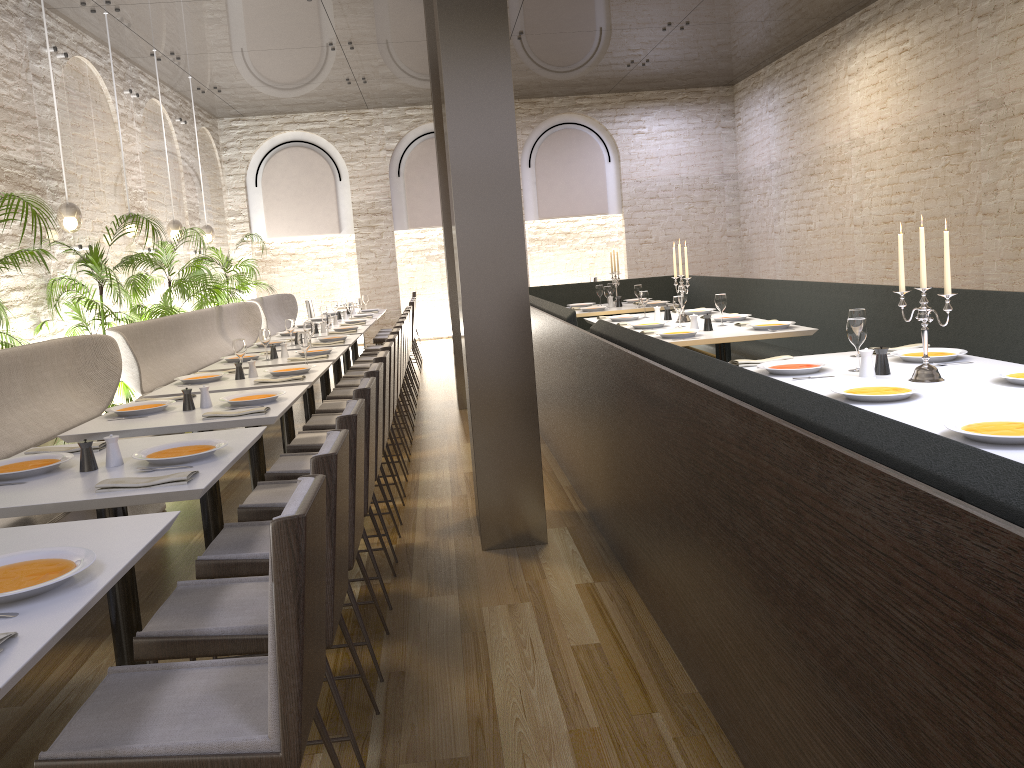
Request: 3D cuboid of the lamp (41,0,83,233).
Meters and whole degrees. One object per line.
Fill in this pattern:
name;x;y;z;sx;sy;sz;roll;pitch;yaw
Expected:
lamp;-3.497;-2.178;6.777;0.177;2.032;0.178;-3;6;16

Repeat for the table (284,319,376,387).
table;-2.008;-0.295;10.088;0.936;0.757;1.015;-5;7;-4

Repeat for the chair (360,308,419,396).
chair;-1.314;-0.323;9.405;0.566;0.902;0.413;-5;6;-4

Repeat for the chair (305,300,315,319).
chair;-3.179;-0.998;15.091;0.566;0.902;0.413;-5;6;-4

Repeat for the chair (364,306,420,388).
chair;-1.363;-0.399;9.958;0.566;0.902;0.413;-5;6;-4

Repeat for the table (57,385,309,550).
table;-1.508;0.488;4.388;0.936;0.757;1.015;-5;7;-4

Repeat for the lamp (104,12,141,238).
lamp;-3.619;-2.370;8.168;0.178;2.032;0.178;-7;6;-19

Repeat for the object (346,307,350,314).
object;-2.258;-1.018;12.199;0.059;0.109;0.060;-1;7;31

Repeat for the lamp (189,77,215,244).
lamp;-3.863;-2.752;10.949;0.178;2.032;0.178;-7;6;-25

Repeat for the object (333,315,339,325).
object;-1.997;-0.725;10.025;0.059;0.109;0.060;-1;7;31

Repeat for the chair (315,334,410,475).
chair;-1.013;0.149;5.965;0.566;0.902;0.413;-5;6;-4

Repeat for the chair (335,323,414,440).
chair;-1.113;-0.008;7.110;0.566;0.902;0.413;-5;6;-4

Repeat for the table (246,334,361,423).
table;-1.809;0.017;7.818;0.936;0.757;1.015;-5;7;-4

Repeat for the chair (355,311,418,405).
chair;-1.263;-0.243;8.820;0.566;0.902;0.413;-5;6;-4

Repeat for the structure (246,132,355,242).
structure;-3.406;-3.178;14.151;1.634;1.668;0.098;-5;6;-5

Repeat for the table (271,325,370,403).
table;-1.911;-0.143;8.979;0.936;0.757;1.015;-5;7;-4

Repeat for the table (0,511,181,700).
table;-1.291;0.829;1.907;0.936;0.757;1.015;-5;7;-4

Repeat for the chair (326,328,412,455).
chair;-1.065;0.068;6.554;0.566;0.902;0.413;-5;6;-4

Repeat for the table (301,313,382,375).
table;-2.104;-0.445;11.183;0.936;0.757;1.015;-5;7;-4

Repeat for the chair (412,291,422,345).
chair;-1.876;-1.115;15.194;0.566;0.902;0.413;-5;6;-4

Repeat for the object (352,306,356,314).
object;-2.192;-1.031;12.250;0.059;0.109;0.060;-1;7;31

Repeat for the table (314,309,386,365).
table;-2.203;-0.601;12.313;0.936;0.757;1.015;-5;7;-4

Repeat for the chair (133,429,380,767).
chair;-0.708;0.627;2.491;0.566;0.902;0.413;-5;6;-4

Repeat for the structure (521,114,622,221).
structure;0.945;-3.568;14.497;1.634;1.668;0.098;-5;6;-5

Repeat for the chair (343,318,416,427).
chair;-1.162;-0.085;7.670;0.566;0.902;0.413;-5;6;-4

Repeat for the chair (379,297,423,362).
chair;-1.584;-0.747;12.485;0.566;0.902;0.413;-5;6;-4

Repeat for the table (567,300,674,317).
table;1.118;-0.449;9.467;1.101;0.757;1.193;-5;8;-4

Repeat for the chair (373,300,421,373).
chair;-1.485;-0.592;11.356;0.566;0.902;0.413;-5;6;-4

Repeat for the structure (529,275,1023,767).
structure;1.487;-0.007;5.359;2.372;0.996;10.797;-5;8;-4

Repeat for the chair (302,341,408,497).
chair;-0.964;0.226;5.404;0.566;0.902;0.413;-5;6;-4

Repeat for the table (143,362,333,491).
table;-1.607;0.334;5.512;0.936;0.757;1.015;-5;7;-4

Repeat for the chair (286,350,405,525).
chair;-0.915;0.304;4.842;0.566;0.902;0.413;-5;6;-4

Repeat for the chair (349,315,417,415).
chair;-1.214;-0.166;8.256;0.566;0.902;0.413;-5;6;-4

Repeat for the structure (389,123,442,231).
structure;-1.161;-3.379;14.329;1.634;1.668;0.098;-5;6;-5

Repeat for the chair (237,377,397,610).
chair;-0.814;0.462;3.692;0.566;0.902;0.413;-5;6;-4

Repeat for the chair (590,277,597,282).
chair;1.219;-1.392;15.440;0.566;0.902;0.413;-5;6;-4

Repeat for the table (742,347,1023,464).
table;1.660;0.401;3.277;1.101;0.756;2.550;-5;8;-4

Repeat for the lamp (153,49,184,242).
lamp;-3.742;-2.563;9.572;0.178;2.032;0.178;-7;6;-25

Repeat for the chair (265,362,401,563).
chair;-0.863;0.385;4.253;0.566;0.902;0.413;-5;6;-4

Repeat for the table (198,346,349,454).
table;-1.708;0.175;6.666;0.936;0.757;1.015;-5;7;-4

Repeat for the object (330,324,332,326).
object;-2.063;-0.712;9.974;0.059;0.109;0.060;-1;7;31

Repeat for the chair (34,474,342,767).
chair;-0.659;0.704;1.930;0.566;0.902;0.413;-5;6;-4

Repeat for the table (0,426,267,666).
table;-1.400;0.659;3.148;0.936;0.757;1.015;-5;7;-4

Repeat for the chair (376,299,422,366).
chair;-1.534;-0.668;11.912;0.566;0.902;0.413;-5;6;-4

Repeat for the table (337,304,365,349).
table;-2.520;-0.986;15.155;0.936;0.757;1.015;-5;7;-4

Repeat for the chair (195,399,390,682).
chair;-0.760;0.546;3.080;0.566;0.902;0.413;-5;6;-4

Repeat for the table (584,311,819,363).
table;1.340;-0.101;6.932;1.101;0.756;2.550;-5;8;-4
